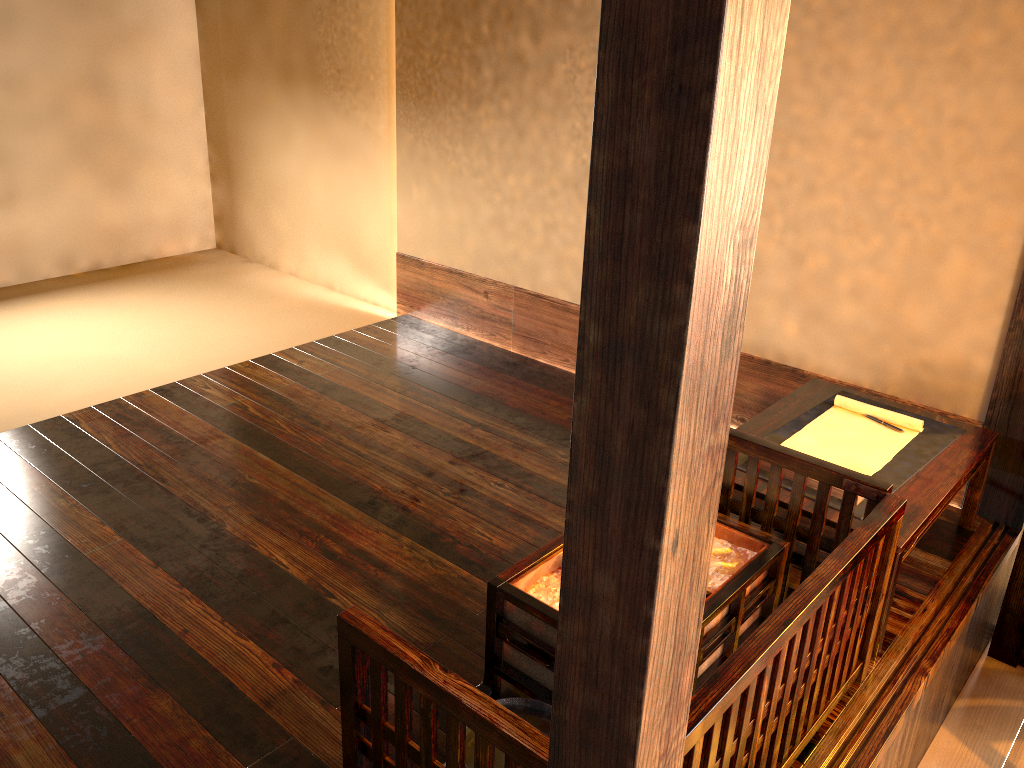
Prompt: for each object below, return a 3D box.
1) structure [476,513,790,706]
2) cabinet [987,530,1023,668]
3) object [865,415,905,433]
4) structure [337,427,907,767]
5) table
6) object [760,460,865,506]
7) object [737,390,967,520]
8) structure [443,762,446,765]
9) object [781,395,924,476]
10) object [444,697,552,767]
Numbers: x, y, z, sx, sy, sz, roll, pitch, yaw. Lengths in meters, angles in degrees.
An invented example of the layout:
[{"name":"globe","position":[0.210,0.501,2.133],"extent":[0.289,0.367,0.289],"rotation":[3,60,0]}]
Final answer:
[{"name":"structure","position":[0.309,0.555,2.144],"extent":[0.455,0.297,0.669],"rotation":[20,29,36]},{"name":"cabinet","position":[2.558,0.702,2.281],"extent":[2.196,0.961,0.492],"rotation":[21,28,37]},{"name":"object","position":[1.155,0.122,2.752],"extent":[0.012,0.010,0.142],"rotation":[-12,27,-31]},{"name":"structure","position":[0.301,0.555,1.889],"extent":[0.600,0.495,1.203],"rotation":[20,29,36]},{"name":"table","position":[0.986,0.340,2.671],"extent":[0.603,0.333,0.885],"rotation":[20,29,36]},{"name":"object","position":[0.821,0.243,2.414],"extent":[0.297,0.027,0.121],"rotation":[21,29,37]},{"name":"object","position":[0.998,0.181,2.615],"extent":[0.407,0.003,0.764],"rotation":[22,30,39]},{"name":"structure","position":[0.004,0.842,1.767],"extent":[0.332,0.040,0.332],"rotation":[21,29,36]},{"name":"object","position":[1.023,0.145,2.652],"extent":[0.276,0.037,0.432],"rotation":[21,29,36]},{"name":"object","position":[0.011,0.756,1.733],"extent":[0.267,0.146,0.269],"rotation":[5,23,6]}]
